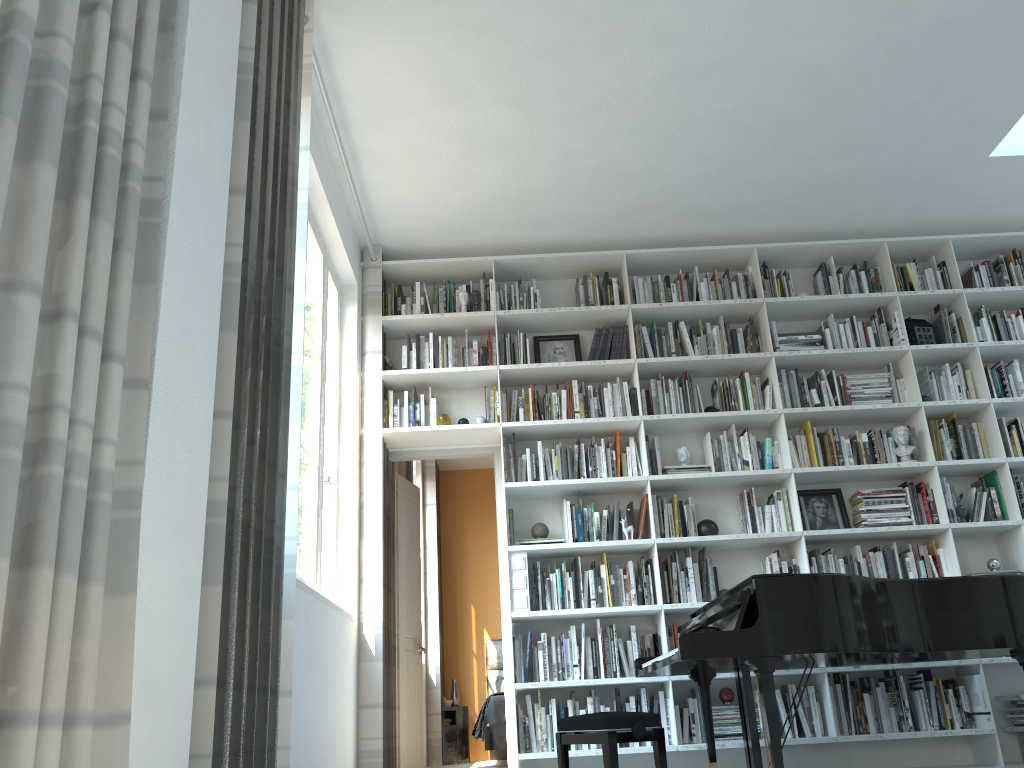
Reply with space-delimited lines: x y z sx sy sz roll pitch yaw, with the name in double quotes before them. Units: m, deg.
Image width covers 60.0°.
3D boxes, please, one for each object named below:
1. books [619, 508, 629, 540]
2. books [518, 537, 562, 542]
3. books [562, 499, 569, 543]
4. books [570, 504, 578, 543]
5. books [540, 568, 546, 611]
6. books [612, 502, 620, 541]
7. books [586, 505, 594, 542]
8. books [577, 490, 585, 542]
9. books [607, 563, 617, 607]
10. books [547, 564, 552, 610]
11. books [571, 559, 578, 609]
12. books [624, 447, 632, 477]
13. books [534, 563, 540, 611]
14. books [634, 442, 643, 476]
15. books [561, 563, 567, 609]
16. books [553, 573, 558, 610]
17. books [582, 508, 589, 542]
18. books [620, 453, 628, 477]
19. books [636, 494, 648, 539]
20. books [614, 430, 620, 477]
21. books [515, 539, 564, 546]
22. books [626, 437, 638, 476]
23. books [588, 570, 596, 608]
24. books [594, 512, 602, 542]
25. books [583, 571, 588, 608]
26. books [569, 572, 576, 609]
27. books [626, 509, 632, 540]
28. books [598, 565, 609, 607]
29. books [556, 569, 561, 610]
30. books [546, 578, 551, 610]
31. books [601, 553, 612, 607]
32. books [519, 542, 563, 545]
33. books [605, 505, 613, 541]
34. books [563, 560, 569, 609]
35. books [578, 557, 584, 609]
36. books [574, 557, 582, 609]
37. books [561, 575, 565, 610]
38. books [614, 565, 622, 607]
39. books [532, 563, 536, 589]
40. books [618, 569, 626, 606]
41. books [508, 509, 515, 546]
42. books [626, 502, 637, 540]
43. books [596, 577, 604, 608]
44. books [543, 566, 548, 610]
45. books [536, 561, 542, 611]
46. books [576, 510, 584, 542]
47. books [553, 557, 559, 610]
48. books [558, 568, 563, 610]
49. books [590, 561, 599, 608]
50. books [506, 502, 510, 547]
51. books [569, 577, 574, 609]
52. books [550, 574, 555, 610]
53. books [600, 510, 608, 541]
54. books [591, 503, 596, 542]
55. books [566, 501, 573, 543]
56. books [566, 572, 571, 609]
"books" 0.657 0.856 5.233 0.030 0.207 0.173 -3 -21 -1
"books" 0.166 0.932 5.226 0.254 0.012 0.161 -3 -21 0
"books" 0.317 0.839 5.250 0.012 0.284 0.160 -3 -21 -1
"books" 0.363 0.853 5.252 0.031 0.254 0.144 -3 -21 -1
"books" 0.177 1.205 5.126 0.022 0.256 0.142 -3 -21 -1
"books" 0.611 0.838 5.248 0.060 0.254 0.159 -3 -21 -1
"books" 0.460 0.853 5.256 0.022 0.248 0.129 -3 -21 -1
"books" 0.411 0.815 5.271 0.011 0.334 0.154 -3 -21 -1
"books" 0.573 1.176 5.110 0.028 0.259 0.182 -3 -21 -1
"books" 0.217 1.187 5.117 0.008 0.278 0.165 -3 -21 -1
"books" 0.363 1.180 5.145 0.009 0.298 0.142 -3 -21 -1
"books" 0.704 0.508 5.379 0.031 0.222 0.145 -3 -21 -1
"books" 0.143 1.191 5.130 0.016 0.288 0.153 -3 -21 -1
"books" 0.764 0.491 5.391 0.036 0.256 0.123 -3 -21 -1
"books" 0.300 1.188 5.127 0.009 0.276 0.158 -3 -21 -1
"books" 0.245 1.213 5.100 0.015 0.216 0.181 -3 -21 -1
"books" 0.434 0.865 5.259 0.030 0.230 0.148 -3 -21 -1
"books" 0.675 0.528 5.371 0.030 0.182 0.152 -3 -21 -1
"books" 0.759 0.809 5.222 0.082 0.275 0.229 -3 -21 -1
"books" 0.639 0.462 5.393 0.035 0.324 0.170 -3 -21 -1
"books" 0.166 0.941 5.215 0.285 0.012 0.160 -4 -21 3
"books" 0.732 0.480 5.395 0.027 0.284 0.148 -3 -21 -1
"books" 0.458 1.200 5.113 0.027 0.229 0.159 -3 -21 -1
"books" 0.498 0.868 5.217 0.029 0.189 0.189 -3 -21 -1
"books" 0.422 1.207 5.129 0.045 0.229 0.138 -3 -21 -1
"books" 0.352 1.212 5.131 0.016 0.229 0.137 -3 -21 -1
"books" 0.686 0.857 5.243 0.027 0.209 0.144 -3 -21 -1
"books" 0.527 1.185 5.119 0.026 0.253 0.177 -3 -21 -1
"books" 0.265 1.202 5.112 0.014 0.242 0.171 -3 -21 -1
"books" 0.206 1.223 5.081 0.019 0.188 0.194 -3 -21 -1
"books" 0.546 1.151 5.129 0.021 0.321 0.172 -3 -21 -1
"books" 0.167 0.953 5.213 0.254 0.012 0.161 -2 -21 -4
"books" 0.574 0.852 5.258 0.013 0.241 0.142 -3 -21 -1
"books" 0.308 1.175 5.106 0.007 0.285 0.183 -3 -21 -1
"books" 0.392 1.167 5.124 0.012 0.305 0.190 -3 -21 -1
"books" 0.377 1.166 5.112 0.019 0.299 0.180 -3 -21 -1
"books" 0.289 1.223 5.123 0.016 0.210 0.146 -3 -21 -1
"books" 0.601 1.182 5.113 0.028 0.248 0.159 -3 -21 -1
"books" 0.131 1.195 5.131 0.008 0.284 0.160 -3 -21 -1
"books" 0.628 1.195 5.124 0.025 0.228 0.153 -3 -21 -1
"books" -0.002 0.875 5.239 0.028 0.242 0.157 -3 -21 -1
"books" 0.709 0.838 5.254 0.021 0.250 0.155 -3 -21 -1
"books" 0.501 1.216 5.096 0.029 0.181 0.191 -3 -21 -1
"books" 0.192 1.194 5.109 0.007 0.263 0.177 -3 -21 -1
"books" 0.158 1.186 5.124 0.014 0.293 0.172 -3 -21 -1
"books" 0.394 0.863 5.217 0.029 0.207 0.190 -3 -21 -1
"books" 0.253 1.170 5.126 0.006 0.313 0.146 -3 -21 -1
"books" 0.276 1.196 5.099 0.009 0.243 0.185 -3 -21 -1
"books" 0.477 1.174 5.121 0.014 0.281 0.151 -3 -21 -1
"books" -0.023 0.860 5.256 0.012 0.284 0.160 -3 -21 -1
"books" 0.337 1.220 5.092 0.016 0.188 0.184 -3 -21 -1
"books" 0.230 1.218 5.112 0.015 0.217 0.177 -3 -21 -1
"books" 0.540 0.866 5.253 0.056 0.213 0.143 -3 -21 -1
"books" 0.477 0.845 5.239 0.011 0.249 0.172 -3 -21 -1
"books" 0.335 0.844 5.247 0.024 0.272 0.151 -3 -21 -1
"books" 0.321 1.208 5.101 0.015 0.218 0.191 -3 -21 -1
